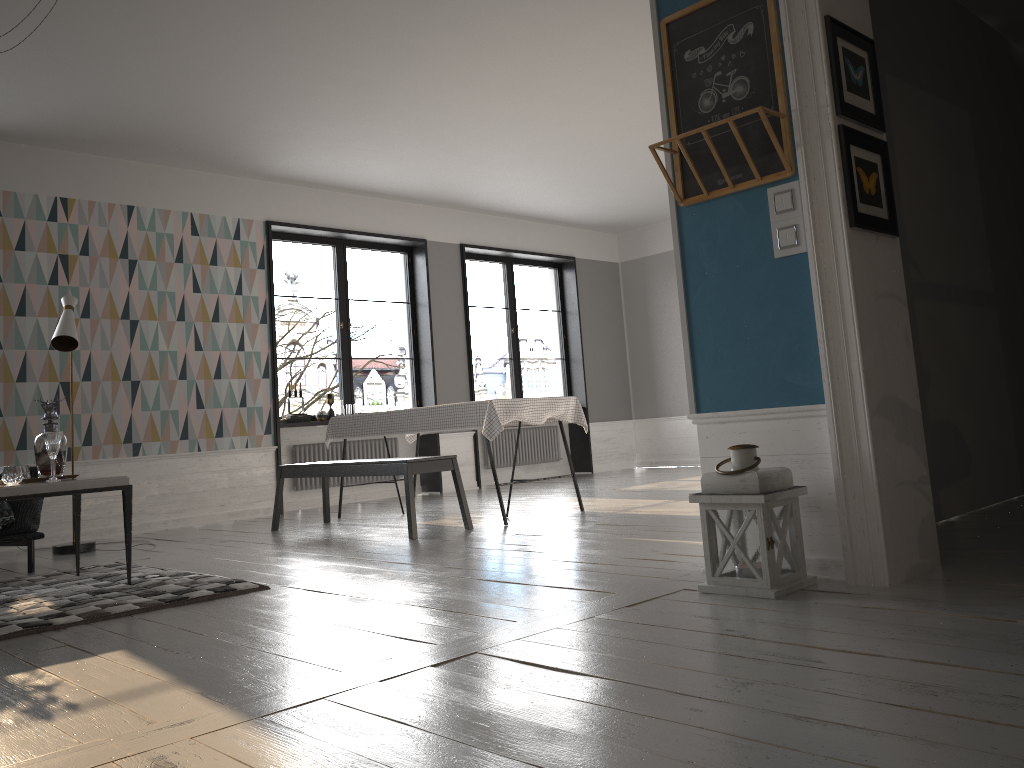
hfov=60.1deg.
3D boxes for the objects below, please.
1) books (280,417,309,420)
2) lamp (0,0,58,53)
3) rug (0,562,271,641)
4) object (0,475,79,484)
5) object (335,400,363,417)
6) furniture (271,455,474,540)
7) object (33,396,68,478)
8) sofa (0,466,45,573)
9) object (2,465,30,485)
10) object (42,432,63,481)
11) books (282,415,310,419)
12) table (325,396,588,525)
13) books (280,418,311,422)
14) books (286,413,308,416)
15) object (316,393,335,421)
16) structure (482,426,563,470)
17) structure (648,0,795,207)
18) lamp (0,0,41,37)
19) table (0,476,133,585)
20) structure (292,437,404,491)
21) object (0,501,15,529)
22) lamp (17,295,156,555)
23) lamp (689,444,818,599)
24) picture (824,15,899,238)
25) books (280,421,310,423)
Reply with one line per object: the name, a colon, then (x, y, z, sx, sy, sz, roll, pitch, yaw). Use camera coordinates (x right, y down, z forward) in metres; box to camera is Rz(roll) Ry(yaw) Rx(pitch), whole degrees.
books: (-1.986, 0.319, 8.051, 0.216, 0.011, 0.173, -2, -4, -38)
lamp: (-2.066, -1.310, 3.876, 1.393, 1.548, 0.074, -6, -7, 15)
rug: (-2.536, 0.949, 3.488, 2.525, 0.034, 1.760, -1, -4, -44)
object: (-2.308, 0.464, 4.307, 0.318, 0.015, 0.245, -1, -4, -44)
object: (-1.572, 0.247, 8.454, 0.268, 0.193, 0.152, 0, -7, -43)
furniture: (-0.990, 0.738, 5.880, 0.465, 0.459, 1.660, 0, -6, -44)
object: (-2.284, 0.264, 4.382, 0.148, 0.420, 0.154, -1, -7, -24)
sofa: (-3.737, 0.711, 4.488, 2.339, 0.803, 0.964, -1, -5, -44)
object: (-2.354, 0.430, 4.186, 0.278, 0.088, 0.245, -6, -4, 24)
object: (-2.171, 0.343, 4.185, 0.082, 0.229, 0.166, 0, -7, -32)
books: (-1.966, 0.301, 8.064, 0.198, 0.022, 0.161, -2, -4, -43)
table: (-0.452, 0.561, 6.463, 0.931, 0.790, 2.014, 0, -6, -44)
books: (-1.994, 0.334, 8.046, 0.271, 0.019, 0.182, -1, -4, -44)
books: (-1.962, 0.281, 8.066, 0.153, 0.017, 0.123, -2, -4, -42)
object: (-1.747, 0.218, 8.280, 0.194, 0.259, 0.114, -1, -7, -33)
structure: (0.125, 0.719, 10.156, 0.148, 0.431, 1.222, -10, -7, 44)
structure: (0.743, -1.101, 3.296, 0.185, 0.781, 0.492, 2, -8, -44)
lamp: (-2.024, -1.320, 3.745, 1.393, 1.548, 0.074, -6, -7, 15)
table: (-2.498, 0.719, 3.784, 1.455, 0.514, 0.728, -1, -5, -44)
structure: (-1.575, 0.763, 8.542, 0.148, 0.431, 1.222, -10, -7, 44)
object: (-3.096, 0.698, 4.693, 0.488, 0.331, 0.666, -8, -5, 41)
lamp: (-2.984, 0.272, 6.166, 1.239, 1.715, 0.679, -10, -8, 44)
lamp: (0.806, 0.445, 2.993, 0.286, 0.481, 0.285, 1, -8, -45)
picture: (1.907, -0.991, 2.454, 0.358, 0.758, 1.934, 2, -7, -44)
books: (-1.990, 0.348, 8.038, 0.268, 0.011, 0.161, -2, -4, -41)
